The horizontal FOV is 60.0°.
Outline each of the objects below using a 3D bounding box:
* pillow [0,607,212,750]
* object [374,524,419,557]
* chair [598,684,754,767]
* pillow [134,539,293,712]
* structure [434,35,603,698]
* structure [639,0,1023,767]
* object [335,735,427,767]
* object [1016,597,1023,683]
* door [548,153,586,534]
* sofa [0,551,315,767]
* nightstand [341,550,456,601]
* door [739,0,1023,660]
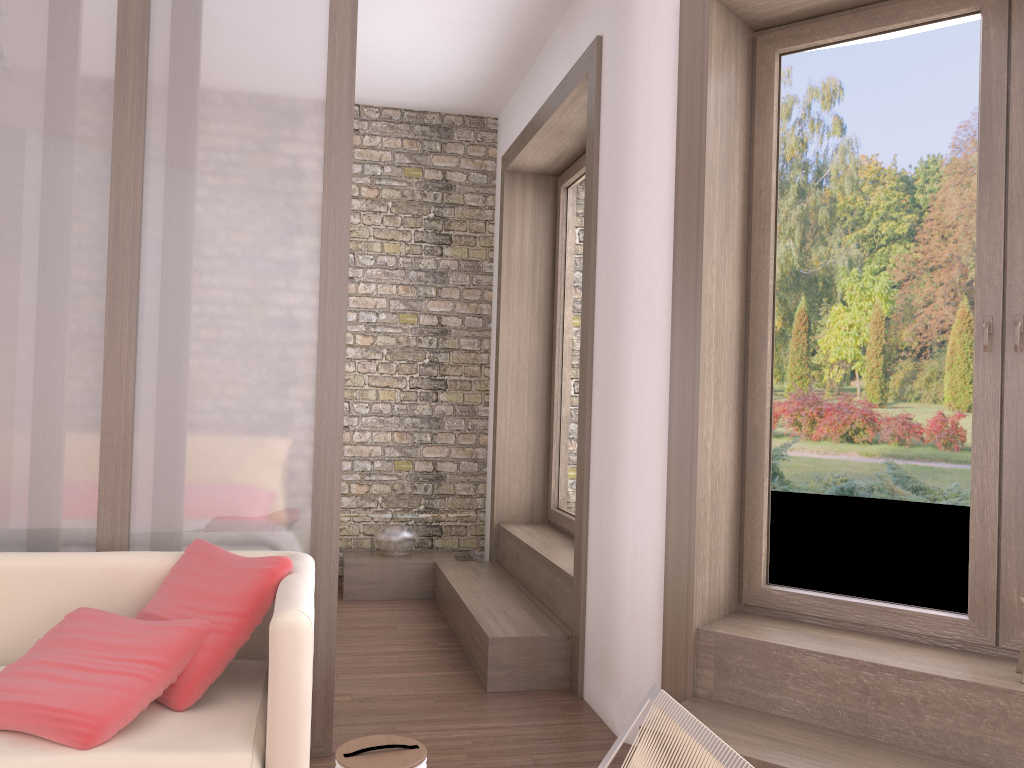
[{"bbox_3d":[-1.120,0.747,2.300,0.507,0.224,0.467,1,-1,15],"label":"pillow"},{"bbox_3d":[-0.757,1.019,5.803,0.296,0.199,0.211,2,-1,-15],"label":"object"},{"bbox_3d":[-0.089,0.911,1.200,0.853,0.762,0.739,2,-1,-12],"label":"chair"},{"bbox_3d":[-0.937,0.675,2.565,0.498,0.377,0.379,1,-1,38],"label":"pillow"},{"bbox_3d":[0.137,-0.072,4.846,0.808,2.881,2.039,2,-1,-12],"label":"structure"},{"bbox_3d":[1.417,-0.075,2.658,2.039,2.881,0.845,1,-1,38],"label":"structure"},{"bbox_3d":[-0.347,1.125,2.329,0.239,0.341,0.239,1,-1,20],"label":"object"},{"bbox_3d":[1.771,0.777,2.598,0.499,0.233,0.136,1,-1,23],"label":"object"},{"bbox_3d":[0.459,-0.244,4.903,0.117,2.221,1.750,2,-1,-12],"label":"door"},{"bbox_3d":[-1.649,0.882,2.291,2.204,0.751,0.919,2,-1,-12],"label":"sofa"},{"bbox_3d":[-0.741,1.238,5.765,0.707,0.240,0.400,2,-1,-12],"label":"nightstand"},{"bbox_3d":[1.633,-0.241,2.937,1.800,2.275,0.142,1,-1,37],"label":"door"}]
